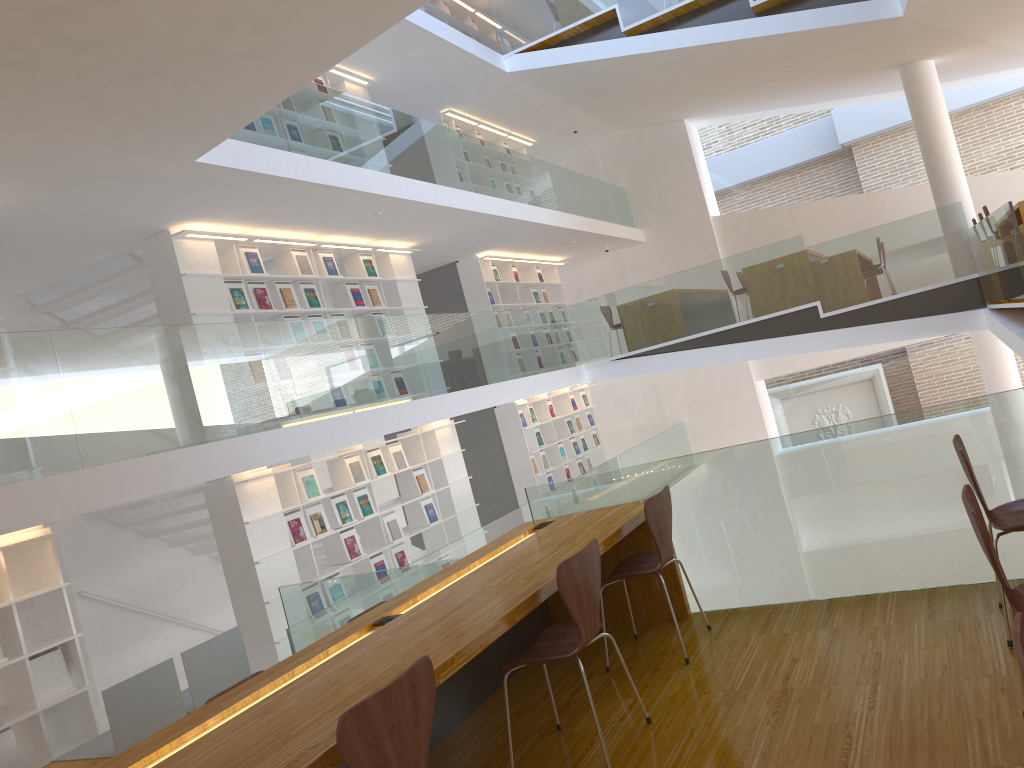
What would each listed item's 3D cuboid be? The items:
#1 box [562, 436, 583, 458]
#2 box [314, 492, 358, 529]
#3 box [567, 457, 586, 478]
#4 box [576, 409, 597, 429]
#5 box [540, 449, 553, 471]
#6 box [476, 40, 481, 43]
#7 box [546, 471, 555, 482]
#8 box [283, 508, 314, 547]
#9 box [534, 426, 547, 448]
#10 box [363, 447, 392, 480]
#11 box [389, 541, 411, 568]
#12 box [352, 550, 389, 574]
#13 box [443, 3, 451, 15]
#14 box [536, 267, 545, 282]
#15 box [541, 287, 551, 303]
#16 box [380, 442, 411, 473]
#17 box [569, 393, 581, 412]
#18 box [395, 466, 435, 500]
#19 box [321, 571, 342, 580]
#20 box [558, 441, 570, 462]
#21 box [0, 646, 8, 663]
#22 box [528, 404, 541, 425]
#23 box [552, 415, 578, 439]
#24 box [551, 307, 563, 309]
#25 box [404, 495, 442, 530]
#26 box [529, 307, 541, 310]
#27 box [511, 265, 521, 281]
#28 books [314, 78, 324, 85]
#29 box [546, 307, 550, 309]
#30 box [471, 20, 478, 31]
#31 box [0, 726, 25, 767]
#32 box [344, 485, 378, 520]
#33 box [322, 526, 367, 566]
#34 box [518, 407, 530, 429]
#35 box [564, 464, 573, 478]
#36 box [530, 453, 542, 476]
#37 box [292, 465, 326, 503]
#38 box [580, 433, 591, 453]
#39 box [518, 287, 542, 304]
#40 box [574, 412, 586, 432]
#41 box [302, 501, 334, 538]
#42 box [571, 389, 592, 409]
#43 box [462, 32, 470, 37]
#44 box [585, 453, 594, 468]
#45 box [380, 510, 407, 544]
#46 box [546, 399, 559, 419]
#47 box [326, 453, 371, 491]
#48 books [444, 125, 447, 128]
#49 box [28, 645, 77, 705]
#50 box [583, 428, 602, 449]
[{"bbox_3d":[0.892,0.975,13.661,0.274,0.296,0.245,-15,-1,26],"label":"box"},{"bbox_3d":[-1.654,1.186,8.283,0.274,0.296,0.245,-15,-1,26],"label":"box"},{"bbox_3d":[0.981,1.292,13.667,0.274,0.296,0.245,-15,-1,26],"label":"box"},{"bbox_3d":[1.185,0.574,14.467,0.274,0.296,0.245,-15,-1,26],"label":"box"},{"bbox_3d":[0.369,1.089,12.546,0.274,0.296,0.245,-15,-1,26],"label":"box"},{"bbox_3d":[-0.584,-5.300,14.111,0.274,0.296,0.245,-15,-1,26],"label":"box"},{"bbox_3d":[0.468,1.404,12.575,0.274,0.296,0.245,-15,-1,26],"label":"box"},{"bbox_3d":[-1.933,1.253,7.686,0.274,0.296,0.245,-15,-1,26],"label":"box"},{"bbox_3d":[0.294,0.765,12.573,0.274,0.296,0.245,-15,-1,26],"label":"box"},{"bbox_3d":[-1.429,0.807,8.943,0.274,0.296,0.245,-15,-1,26],"label":"box"},{"bbox_3d":[-1.184,1.763,8.915,0.274,0.296,0.245,-15,-1,26],"label":"box"},{"bbox_3d":[-1.342,1.798,8.577,0.274,0.296,0.245,-15,-1,26],"label":"box"},{"bbox_3d":[-1.055,-5.534,13.286,0.274,0.296,0.245,-15,-1,26],"label":"box"},{"bbox_3d":[0.359,-1.688,14.039,0.274,0.296,0.245,-15,-1,26],"label":"box"},{"bbox_3d":[0.442,-1.370,14.033,0.274,0.296,0.245,-15,-1,26],"label":"box"},{"bbox_3d":[-2.275,2.776,6.155,0.498,3.764,7.125,-15,-1,26],"label":"box"},{"bbox_3d":[0.880,0.306,14.000,0.274,0.296,0.245,-15,-1,26],"label":"box"},{"bbox_3d":[-1.046,1.060,9.574,0.274,0.296,0.245,-15,-1,26],"label":"box"},{"bbox_3d":[-1.640,1.862,7.943,0.274,0.296,0.245,-15,-1,26],"label":"box"},{"bbox_3d":[0.664,1.024,13.176,0.274,0.296,0.245,-15,-1,26],"label":"box"},{"bbox_3d":[-3.178,1.528,5.179,0.274,0.296,0.245,-15,-1,26],"label":"box"},{"bbox_3d":[0.202,0.454,12.558,0.274,0.296,0.245,-15,-1,26],"label":"box"},{"bbox_3d":[0.809,0.657,13.667,0.274,0.296,0.245,-15,-1,26],"label":"box"},{"bbox_3d":[0.747,-1.102,14.500,0.274,0.296,0.245,-15,-1,26],"label":"box"},{"bbox_3d":[-0.963,1.378,9.569,0.274,0.296,0.245,-15,-1,26],"label":"box"},{"bbox_3d":[0.372,-1.019,13.701,0.274,0.296,0.245,-15,-1,26],"label":"box"},{"bbox_3d":[-0.029,-1.604,13.208,0.274,0.296,0.245,-15,-1,26],"label":"box"},{"bbox_3d":[-2.069,-3.204,9.600,0.037,0.210,0.145,-15,-1,26],"label":"books"},{"bbox_3d":[0.521,-1.052,14.018,0.274,0.296,0.245,-15,-1,26],"label":"box"},{"bbox_3d":[-0.667,-5.617,14.118,0.274,0.296,0.245,-15,-1,26],"label":"box"},{"bbox_3d":[-3.028,2.168,5.131,0.274,0.296,0.245,-15,-1,26],"label":"box"},{"bbox_3d":[-1.506,1.161,8.594,0.274,0.296,0.245,-15,-1,26],"label":"box"},{"bbox_3d":[-1.569,1.503,8.281,0.274,0.296,0.245,-15,-1,26],"label":"box"},{"bbox_3d":[0.045,0.491,12.222,0.274,0.296,0.245,-15,-1,26],"label":"box"},{"bbox_3d":[0.742,1.344,13.157,0.274,0.296,0.245,-15,-1,26],"label":"box"},{"bbox_3d":[0.210,1.124,12.208,0.274,0.296,0.245,-15,-1,26],"label":"box"},{"bbox_3d":[-1.887,0.908,7.966,0.274,0.296,0.245,-15,-1,26],"label":"box"},{"bbox_3d":[1.041,0.942,13.978,0.274,0.296,0.245,-15,-1,26],"label":"box"},{"bbox_3d":[0.289,-1.336,13.707,0.274,0.296,0.245,-15,-1,26],"label":"box"},{"bbox_3d":[0.962,0.623,13.993,0.274,0.296,0.245,-15,-1,26],"label":"box"},{"bbox_3d":[-1.815,1.229,7.965,0.274,0.296,0.245,-15,-1,26],"label":"box"},{"bbox_3d":[1.102,0.257,14.473,0.274,0.296,0.245,-15,-1,26],"label":"box"},{"bbox_3d":[-0.737,-5.266,13.785,0.274,0.296,0.245,-15,-1,26],"label":"box"},{"bbox_3d":[1.132,1.258,13.989,0.274,0.296,0.245,-15,-1,26],"label":"box"},{"bbox_3d":[-1.269,1.445,8.916,0.274,0.296,0.245,-15,-1,26],"label":"box"},{"bbox_3d":[0.491,0.389,13.168,0.274,0.296,0.245,-15,-1,26],"label":"box"},{"bbox_3d":[-1.586,0.842,8.607,0.274,0.296,0.245,-15,-1,26],"label":"box"},{"bbox_3d":[-0.909,-3.475,12.226,0.037,0.210,0.145,-15,-1,26],"label":"books"},{"bbox_3d":[-2.936,1.812,5.511,0.274,0.296,0.245,-15,-1,26],"label":"box"},{"bbox_3d":[1.273,0.891,14.473,0.274,0.296,0.245,-15,-1,26],"label":"box"}]
